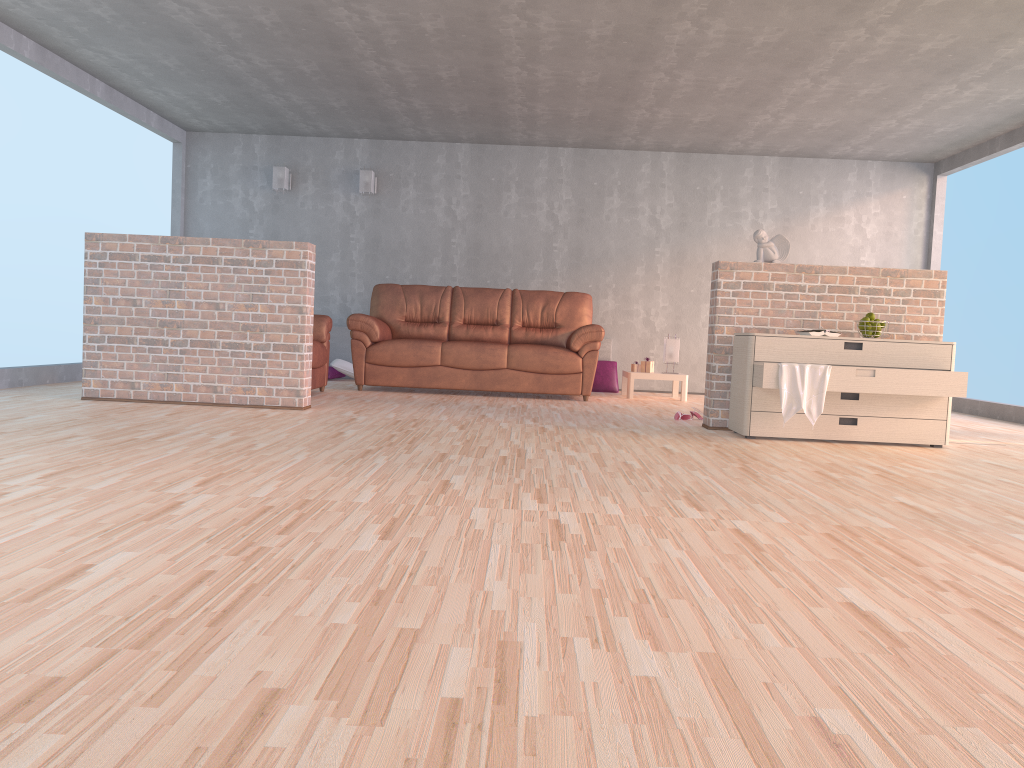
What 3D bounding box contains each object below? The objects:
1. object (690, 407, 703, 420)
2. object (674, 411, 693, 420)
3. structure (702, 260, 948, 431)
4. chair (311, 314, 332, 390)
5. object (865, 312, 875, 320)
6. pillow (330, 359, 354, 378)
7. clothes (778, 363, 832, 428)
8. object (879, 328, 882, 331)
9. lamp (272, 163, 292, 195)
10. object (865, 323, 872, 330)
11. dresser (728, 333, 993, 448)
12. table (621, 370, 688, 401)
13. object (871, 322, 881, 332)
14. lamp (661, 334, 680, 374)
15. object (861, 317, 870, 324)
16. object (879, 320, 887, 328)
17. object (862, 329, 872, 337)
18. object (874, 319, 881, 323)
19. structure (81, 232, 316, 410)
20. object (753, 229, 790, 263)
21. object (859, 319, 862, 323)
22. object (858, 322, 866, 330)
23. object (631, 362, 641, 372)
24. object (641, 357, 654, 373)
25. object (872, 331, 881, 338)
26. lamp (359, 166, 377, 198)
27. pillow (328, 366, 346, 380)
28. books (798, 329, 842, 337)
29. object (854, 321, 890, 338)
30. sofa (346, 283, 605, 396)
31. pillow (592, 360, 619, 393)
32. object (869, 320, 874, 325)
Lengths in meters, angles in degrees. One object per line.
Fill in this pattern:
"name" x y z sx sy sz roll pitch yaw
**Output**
"object" 1.334 0.212 6.256 0.188 0.085 0.069 5 4 40
"object" 1.187 0.221 6.149 0.078 0.066 0.192 5 4 37
"structure" 1.966 -0.213 5.627 1.422 1.057 0.211 3 3 1
"chair" -1.936 -0.417 6.858 0.936 0.879 0.970 3 3 0
"object" 2.142 -0.401 5.301 0.054 0.056 0.054 3 3 1
"pillow" -1.641 -0.147 8.885 0.357 0.205 0.388 2 3 -12
"clothes" 1.607 0.070 4.896 0.325 0.369 0.097 3 3 2
"object" 2.191 -0.336 5.320 0.053 0.054 0.053 5 4 36
"lamp" -2.360 -2.097 9.069 0.165 0.319 0.168 3 3 1
"object" 2.112 -0.338 5.250 0.038 0.040 0.039 3 3 9
"dresser" 2.192 0.046 5.173 1.686 0.612 0.605 3 3 1
"table" 1.336 0.013 8.357 0.548 0.241 0.548 3 3 1
"object" 2.153 -0.338 5.248 0.057 0.057 0.057 5 4 34
"lamp" 1.489 -0.281 8.298 0.140 0.376 0.140 3 3 1
"object" 2.098 -0.376 5.260 0.046 0.045 0.046 3 3 0
"object" 2.196 -0.354 5.258 0.047 0.047 0.046 5 4 38
"object" 2.117 -0.306 5.289 0.059 0.055 0.060 -1 5 -44
"object" 2.180 -0.369 5.297 0.043 0.043 0.039 2 3 -14
"structure" -2.002 -0.399 5.690 1.422 1.057 0.211 3 3 1
"object" 1.628 -0.864 5.592 0.216 0.218 0.131 3 3 0
"object" 2.110 -0.368 5.324 0.049 0.053 0.054 5 4 32
"object" 2.088 -0.345 5.286 0.046 0.044 0.046 2 3 -3
"object" 1.197 -0.163 8.350 0.152 0.105 0.080 1 4 -30
"object" 1.265 -0.179 8.276 0.099 0.147 0.102 4 4 30
"object" 2.171 -0.298 5.283 0.046 0.048 0.048 2 3 -11
"lamp" -1.478 -2.056 9.059 0.165 0.319 0.177 3 3 1
"pillow" -1.897 -0.118 8.867 0.392 0.130 0.365 4 4 21
"books" 1.816 -0.302 5.245 0.209 0.040 0.146 2 3 -9
"object" 2.144 -0.322 5.299 0.202 0.104 0.202 2 3 -6
"sofa" -0.305 -0.426 7.937 2.202 0.923 0.981 3 3 1
"pillow" 0.907 -0.075 8.943 0.327 0.326 0.241 2 3 -5
"object" 2.134 -0.364 5.274 0.039 0.038 0.039 5 4 30
